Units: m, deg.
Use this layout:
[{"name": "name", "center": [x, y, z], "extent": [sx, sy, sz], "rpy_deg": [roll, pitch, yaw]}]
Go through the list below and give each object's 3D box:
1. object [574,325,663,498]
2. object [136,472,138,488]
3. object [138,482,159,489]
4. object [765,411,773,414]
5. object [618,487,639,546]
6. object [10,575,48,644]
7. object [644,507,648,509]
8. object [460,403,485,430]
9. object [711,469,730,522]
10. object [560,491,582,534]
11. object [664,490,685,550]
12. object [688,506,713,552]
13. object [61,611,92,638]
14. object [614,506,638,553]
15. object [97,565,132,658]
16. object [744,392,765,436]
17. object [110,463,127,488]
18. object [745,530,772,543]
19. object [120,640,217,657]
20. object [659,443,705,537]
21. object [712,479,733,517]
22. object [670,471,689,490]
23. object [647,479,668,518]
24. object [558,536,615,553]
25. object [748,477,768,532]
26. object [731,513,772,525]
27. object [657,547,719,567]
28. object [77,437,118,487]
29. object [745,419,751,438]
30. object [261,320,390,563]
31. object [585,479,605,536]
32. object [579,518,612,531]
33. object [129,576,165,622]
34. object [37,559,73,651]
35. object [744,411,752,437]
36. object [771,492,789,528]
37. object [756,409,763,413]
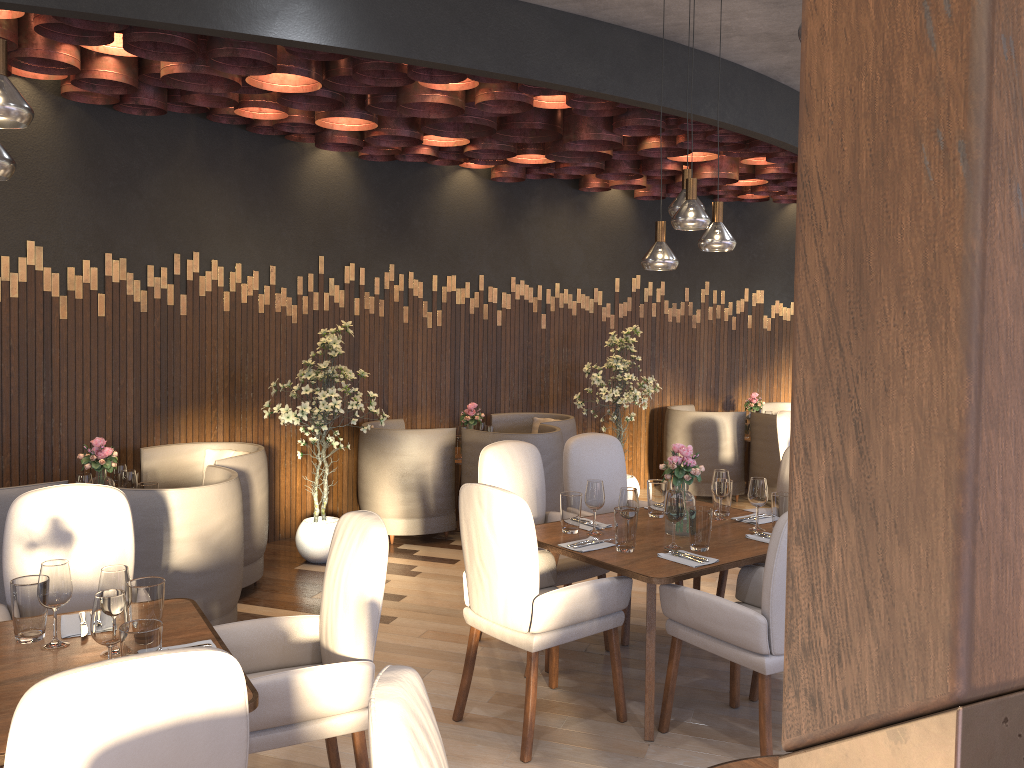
[{"name": "object", "center": [0.915, 0.275, 7.865], "extent": [0.788, 1.614, 0.747], "rpy_deg": [1, 3, -4]}, {"name": "object", "center": [-2.152, 0.587, 4.973], "extent": [0.102, 0.178, 0.102], "rpy_deg": [0, 3, -24]}, {"name": "object", "center": [-1.918, 0.612, 4.673], "extent": [0.102, 0.178, 0.102], "rpy_deg": [0, 3, -23]}, {"name": "object", "center": [2.449, 0.382, 8.465], "extent": [0.092, 0.244, 0.092], "rpy_deg": [1, 2, 3]}, {"name": "object", "center": [0.503, 0.573, 3.830], "extent": [0.092, 0.244, 0.092], "rpy_deg": [0, 2, -15]}, {"name": "object", "center": [-1.414, 0.662, 2.601], "extent": [0.102, 0.178, 0.102], "rpy_deg": [1, 3, 9]}, {"name": "object", "center": [0.815, 0.641, 4.533], "extent": [0.157, 0.019, 0.255], "rpy_deg": [-2, 5, -37]}, {"name": "object", "center": [-0.319, 0.353, 7.023], "extent": [0.198, 0.415, 0.210], "rpy_deg": [2, 3, 31]}, {"name": "object", "center": [1.023, 0.545, 4.347], "extent": [0.092, 0.244, 0.092], "rpy_deg": [3, 3, 35]}, {"name": "object", "center": [0.268, 0.587, 4.040], "extent": [0.102, 0.178, 0.102], "rpy_deg": [2, 3, 19]}, {"name": "object", "center": [0.694, 0.579, 3.789], "extent": [0.092, 0.244, 0.092], "rpy_deg": [0, 3, -18]}, {"name": "object", "center": [0.799, 0.615, 3.762], "extent": [0.102, 0.178, 0.102], "rpy_deg": [0, 3, -22]}, {"name": "object", "center": [-1.297, 0.735, 2.721], "extent": [0.157, 0.019, 0.255], "rpy_deg": [-1, 5, -27]}, {"name": "object", "center": [0.478, 0.613, 3.725], "extent": [0.102, 0.178, 0.102], "rpy_deg": [0, 3, -24]}, {"name": "object", "center": [-1.122, 0.641, 2.503], "extent": [0.092, 0.244, 0.092], "rpy_deg": [2, 3, 21]}, {"name": "object", "center": [2.334, 0.288, 8.554], "extent": [0.198, 0.415, 0.210], "rpy_deg": [3, 3, 41]}, {"name": "object", "center": [-2.157, 0.562, 4.863], "extent": [0.092, 0.244, 0.092], "rpy_deg": [-1, 3, -31]}, {"name": "object", "center": [1.157, 0.686, 3.978], "extent": [0.157, 0.019, 0.255], "rpy_deg": [-2, 5, -38]}, {"name": "object", "center": [-0.959, 0.757, 2.484], "extent": [0.255, 0.019, 0.158], "rpy_deg": [-1, 4, -26]}, {"name": "object", "center": [0.778, 0.479, 4.059], "extent": [0.198, 0.415, 0.210], "rpy_deg": [0, 3, -23]}, {"name": "object", "center": [1.056, 0.571, 4.452], "extent": [0.102, 0.178, 0.102], "rpy_deg": [-1, 3, -29]}, {"name": "object", "center": [0.824, 0.541, 4.363], "extent": [0.092, 0.244, 0.092], "rpy_deg": [1, 2, 11]}, {"name": "object", "center": [0.719, 0.569, 4.396], "extent": [0.102, 0.178, 0.102], "rpy_deg": [0, 3, -21]}, {"name": "object", "center": [0.336, 0.684, 3.817], "extent": [0.255, 0.019, 0.157], "rpy_deg": [-2, 5, -40]}, {"name": "object", "center": [1.148, 0.562, 4.139], "extent": [0.092, 0.244, 0.092], "rpy_deg": [2, 3, 32]}, {"name": "object", "center": [1.187, 0.660, 4.355], "extent": [0.255, 0.019, 0.157], "rpy_deg": [-2, 5, -35]}, {"name": "object", "center": [0.703, 0.703, 3.628], "extent": [0.157, 0.019, 0.255], "rpy_deg": [-2, 5, -38]}, {"name": "object", "center": [-2.189, 0.487, 4.699], "extent": [0.198, 0.415, 0.210], "rpy_deg": [1, 3, -4]}, {"name": "object", "center": [2.192, 0.419, 8.341], "extent": [0.102, 0.178, 0.102], "rpy_deg": [2, 3, 21]}, {"name": "object", "center": [-1.290, 0.371, 6.000], "extent": [0.747, 1.614, 0.789], "rpy_deg": [-2, 4, -44]}, {"name": "object", "center": [0.373, 0.558, 4.008], "extent": [0.092, 0.244, 0.092], "rpy_deg": [1, 2, 5]}, {"name": "object", "center": [0.365, 0.659, 4.178], "extent": [0.157, 0.019, 0.255], "rpy_deg": [-2, 5, -37]}, {"name": "object", "center": [-1.073, 0.667, 2.602], "extent": [0.102, 0.178, 0.102], "rpy_deg": [1, 3, 0]}, {"name": "object", "center": [-1.316, 0.634, 2.552], "extent": [0.092, 0.244, 0.092], "rpy_deg": [2, 2, 15]}, {"name": "object", "center": [2.244, 0.380, 8.436], "extent": [0.092, 0.244, 0.092], "rpy_deg": [0, 3, -22]}, {"name": "object", "center": [1.253, 0.598, 4.112], "extent": [0.102, 0.178, 0.102], "rpy_deg": [0, 3, -22]}, {"name": "object", "center": [2.418, 0.365, 8.695], "extent": [0.092, 0.244, 0.092], "rpy_deg": [3, 3, 41]}]
